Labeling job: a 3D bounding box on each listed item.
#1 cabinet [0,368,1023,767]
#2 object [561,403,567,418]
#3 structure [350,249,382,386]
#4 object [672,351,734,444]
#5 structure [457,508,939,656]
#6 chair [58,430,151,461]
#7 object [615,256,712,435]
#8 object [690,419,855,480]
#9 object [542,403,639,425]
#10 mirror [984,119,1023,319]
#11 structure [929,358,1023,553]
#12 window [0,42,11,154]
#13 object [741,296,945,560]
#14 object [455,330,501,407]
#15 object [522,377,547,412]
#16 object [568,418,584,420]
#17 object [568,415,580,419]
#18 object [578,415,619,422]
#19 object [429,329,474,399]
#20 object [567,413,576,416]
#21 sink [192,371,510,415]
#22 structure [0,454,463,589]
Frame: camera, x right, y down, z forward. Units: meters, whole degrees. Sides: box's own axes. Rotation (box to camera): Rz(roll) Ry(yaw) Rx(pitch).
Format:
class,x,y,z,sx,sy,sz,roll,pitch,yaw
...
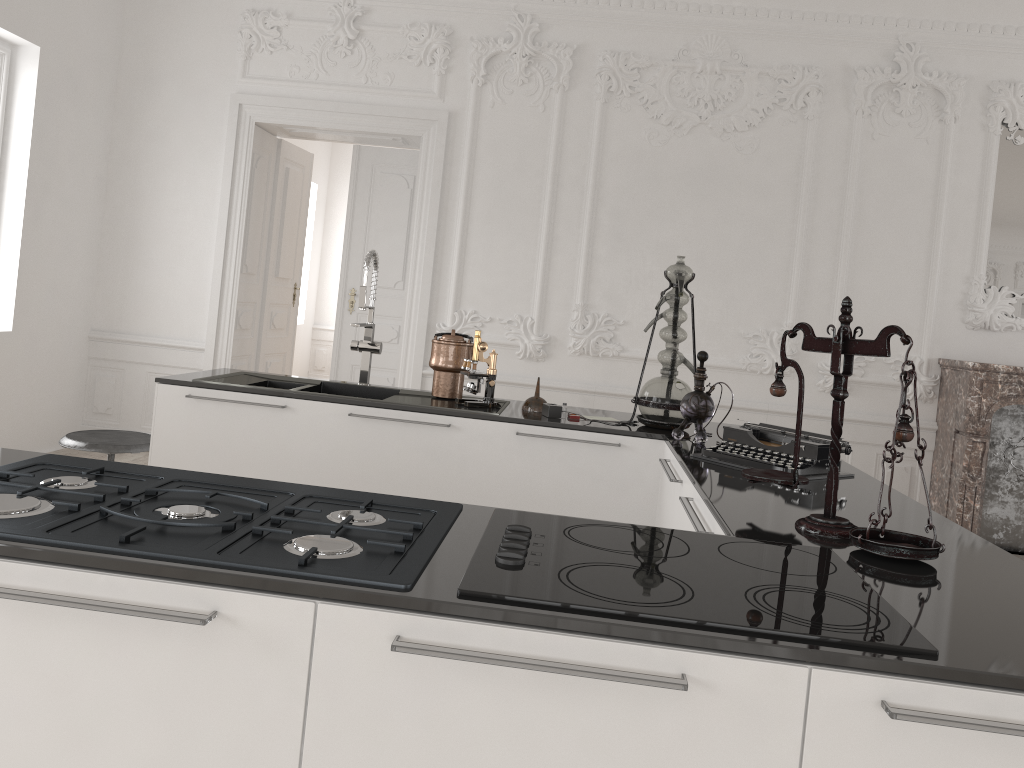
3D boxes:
class,x,y,z,sx,sy,sz,roll,pitch,yaw
cabinet,-0.212,0.603,2.468,2.463,0.880,2.713,6,4,4
object,0.196,0.099,3.325,0.017,0.056,0.017,6,1,-16
structure,-0.623,-0.276,3.688,0.130,0.581,0.280,6,1,4
object,0.674,0.042,3.070,0.222,0.312,0.204,6,2,3
structure,0.258,0.285,1.408,0.628,0.021,0.507,6,5,5
chair,-1.686,0.507,3.673,0.401,0.577,0.404,5,2,-22
object,0.630,-0.156,3.323,0.317,0.650,0.295,5,1,-42
object,0.776,0.189,2.646,0.316,0.110,0.385,2,6,-40
object,0.307,0.116,3.326,0.375,0.045,0.124,5,4,-6
mirror,3.848,-1.100,5.816,1.436,1.570,0.009,6,0,5
structure,3.529,0.543,5.657,1.545,1.246,0.660,6,1,5
window,-3.232,-1.158,4.620,0.071,1.738,1.728,6,2,4
object,0.669,0.063,1.820,0.167,0.490,0.515,6,3,-23
object,-0.118,-0.063,3.468,0.169,0.291,0.132,5,1,-25
object,0.100,0.039,3.486,0.111,0.131,0.111,6,2,10
object,0.241,0.132,3.323,0.060,0.001,0.020,5,5,-15
object,0.235,0.124,3.348,0.039,0.010,0.026,5,4,-15
object,0.336,0.133,3.406,0.140,0.004,0.094,5,5,-15
object,-0.246,-0.086,3.656,0.186,0.279,0.209,4,2,-45
object,0.237,0.120,3.392,0.042,0.012,0.032,5,4,-10
sink,-0.611,0.097,3.509,1.166,0.140,0.486,6,4,5
structure,-0.531,0.203,1.475,0.842,0.014,0.522,6,5,5
